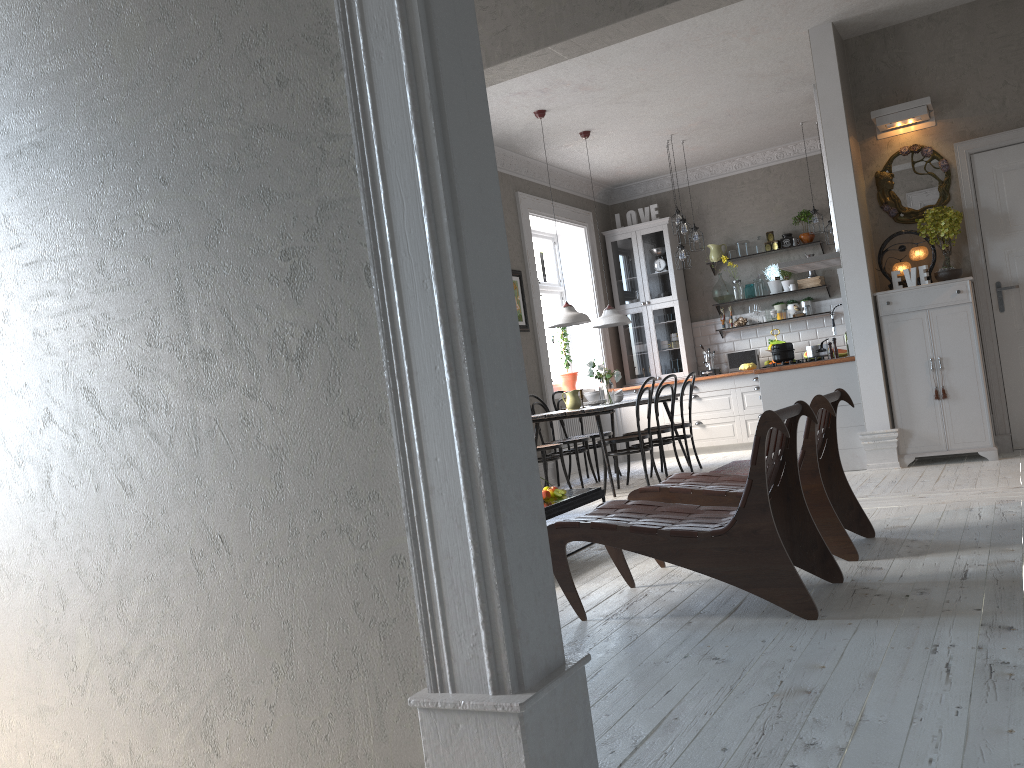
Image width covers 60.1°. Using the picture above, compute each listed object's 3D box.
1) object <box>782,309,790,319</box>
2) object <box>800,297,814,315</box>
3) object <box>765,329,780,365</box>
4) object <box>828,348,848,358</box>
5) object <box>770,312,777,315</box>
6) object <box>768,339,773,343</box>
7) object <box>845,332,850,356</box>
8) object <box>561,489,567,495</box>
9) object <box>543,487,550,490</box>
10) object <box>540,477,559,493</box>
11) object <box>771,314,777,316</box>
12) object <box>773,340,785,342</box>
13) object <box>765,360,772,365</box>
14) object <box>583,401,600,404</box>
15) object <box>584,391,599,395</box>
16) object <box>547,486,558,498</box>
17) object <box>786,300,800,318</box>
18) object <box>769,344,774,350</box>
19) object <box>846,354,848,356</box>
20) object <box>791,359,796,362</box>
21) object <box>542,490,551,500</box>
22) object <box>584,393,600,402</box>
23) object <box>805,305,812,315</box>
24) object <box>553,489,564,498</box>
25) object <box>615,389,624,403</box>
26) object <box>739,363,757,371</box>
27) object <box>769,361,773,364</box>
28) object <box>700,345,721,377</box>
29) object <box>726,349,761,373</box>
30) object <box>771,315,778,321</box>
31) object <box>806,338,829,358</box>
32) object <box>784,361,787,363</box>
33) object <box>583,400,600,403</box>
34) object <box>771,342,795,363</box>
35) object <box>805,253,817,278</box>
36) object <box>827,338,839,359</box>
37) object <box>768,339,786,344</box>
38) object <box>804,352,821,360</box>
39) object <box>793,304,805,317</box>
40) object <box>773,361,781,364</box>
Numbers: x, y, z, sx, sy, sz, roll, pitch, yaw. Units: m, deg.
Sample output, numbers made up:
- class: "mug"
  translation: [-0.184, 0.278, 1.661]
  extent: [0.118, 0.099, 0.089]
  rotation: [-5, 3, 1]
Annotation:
- class: "object"
  translation: [3.093, -0.791, 10.017]
  extent: [0.076, 0.108, 0.079]
  rotation: [-8, -1, 23]
- class: "object"
  translation: [3.337, -0.875, 9.982]
  extent: [0.156, 0.213, 0.155]
  rotation: [-8, -1, 27]
- class: "object"
  translation: [2.975, -0.409, 9.922]
  extent: [0.348, 0.425, 0.355]
  rotation: [-8, -1, 14]
- class: "object"
  translation: [3.466, -0.338, 9.404]
  extent: [0.222, 0.127, 0.150]
  rotation: [-8, -1, 12]
- class: "object"
  translation: [2.966, -0.779, 10.023]
  extent: [0.079, 0.051, 0.075]
  rotation: [-7, -1, -42]
- class: "object"
  translation: [2.909, -0.478, 9.928]
  extent: [0.072, 0.058, 0.051]
  rotation: [-8, -1, 6]
- class: "object"
  translation: [2.782, -0.368, 7.255]
  extent: [0.088, 0.282, 0.083]
  rotation: [-8, -1, 29]
- class: "object"
  translation: [0.281, 0.624, 5.103]
  extent: [0.068, 0.037, 0.046]
  rotation: [-7, -1, -34]
- class: "object"
  translation: [0.206, 0.622, 5.110]
  extent: [0.059, 0.062, 0.064]
  rotation: [-8, -1, 11]
- class: "object"
  translation: [-0.095, 0.485, 4.809]
  extent: [0.677, 0.420, 0.716]
  rotation: [-7, -2, -43]
- class: "object"
  translation: [2.969, -0.761, 10.023]
  extent: [0.076, 0.051, 0.078]
  rotation: [-8, -1, 22]
- class: "object"
  translation: [3.026, -0.462, 9.939]
  extent: [0.090, 0.096, 0.177]
  rotation: [-7, -1, -41]
- class: "object"
  translation: [2.911, -0.235, 9.989]
  extent: [0.154, 0.072, 0.075]
  rotation: [-7, -1, -32]
- class: "object"
  translation: [0.777, 0.179, 8.301]
  extent: [0.238, 0.027, 0.237]
  rotation: [-8, -1, -3]
- class: "object"
  translation: [0.767, 0.116, 8.302]
  extent: [0.177, 0.094, 0.182]
  rotation: [-8, -1, 20]
- class: "object"
  translation: [0.233, 0.616, 5.039]
  extent: [0.076, 0.064, 0.073]
  rotation: [-7, -1, -30]
- class: "object"
  translation: [3.192, -0.854, 10.053]
  extent: [0.150, 0.214, 0.170]
  rotation: [-7, -1, -31]
- class: "object"
  translation: [2.896, -0.412, 9.883]
  extent: [0.080, 0.069, 0.058]
  rotation: [-7, -1, -41]
- class: "object"
  translation: [3.642, -0.333, 9.512]
  extent: [0.201, 0.073, 0.119]
  rotation: [-8, -1, -8]
- class: "object"
  translation: [3.102, -0.261, 9.937]
  extent: [0.055, 0.044, 0.214]
  rotation: [-7, -1, -22]
- class: "object"
  translation: [0.190, 0.624, 4.964]
  extent: [0.057, 0.058, 0.056]
  rotation: [-7, -1, -36]
- class: "object"
  translation: [0.770, 0.136, 8.302]
  extent: [0.177, 0.094, 0.182]
  rotation: [-8, -1, 20]
- class: "object"
  translation: [3.302, -0.823, 9.872]
  extent: [0.076, 0.108, 0.079]
  rotation: [-8, -1, 23]
- class: "object"
  translation: [0.260, 0.616, 4.979]
  extent: [0.057, 0.053, 0.061]
  rotation: [-9, -1, 36]
- class: "object"
  translation: [0.978, 0.113, 8.238]
  extent: [0.130, 0.119, 0.122]
  rotation: [-7, -1, -45]
- class: "object"
  translation: [2.642, -0.193, 9.921]
  extent: [0.193, 0.083, 0.192]
  rotation: [-9, -1, 30]
- class: "object"
  translation: [2.927, -0.235, 9.938]
  extent: [0.090, 0.057, 0.084]
  rotation: [-7, -1, -29]
- class: "object"
  translation: [2.266, -0.277, 10.254]
  extent: [0.202, 0.370, 0.359]
  rotation: [-8, -1, 29]
- class: "object"
  translation: [2.651, -0.261, 10.147]
  extent: [0.345, 0.226, 0.089]
  rotation: [-8, -1, 29]
- class: "object"
  translation: [2.971, -0.744, 10.023]
  extent: [0.076, 0.051, 0.078]
  rotation: [-8, -1, 22]
- class: "object"
  translation: [2.510, -0.290, 7.152]
  extent: [0.178, 0.134, 0.298]
  rotation: [-7, -1, -26]
- class: "object"
  translation: [3.056, -0.247, 9.821]
  extent: [0.069, 0.051, 0.089]
  rotation: [-8, -1, -13]
- class: "object"
  translation: [0.775, 0.171, 8.302]
  extent: [0.242, 0.027, 0.232]
  rotation: [-7, -2, -38]
- class: "object"
  translation: [2.165, -0.252, 7.077]
  extent: [0.189, 0.147, 0.194]
  rotation: [-8, -1, 9]
- class: "object"
  translation: [3.342, -1.327, 9.897]
  extent: [0.129, 0.287, 0.132]
  rotation: [-8, -1, 14]
- class: "object"
  translation: [2.469, -0.278, 6.815]
  extent: [0.071, 0.166, 0.036]
  rotation: [-8, -1, 29]
- class: "object"
  translation: [2.966, -0.465, 9.893]
  extent: [0.206, 0.101, 0.068]
  rotation: [-9, -1, 35]
- class: "object"
  translation: [3.268, -0.330, 9.570]
  extent: [0.222, 0.174, 0.231]
  rotation: [-7, -1, -39]
- class: "object"
  translation: [3.215, -0.826, 9.940]
  extent: [0.119, 0.147, 0.100]
  rotation: [-8, -1, -3]
- class: "object"
  translation: [2.941, -0.267, 9.804]
  extent: [0.113, 0.110, 0.111]
  rotation: [-8, -1, -3]
